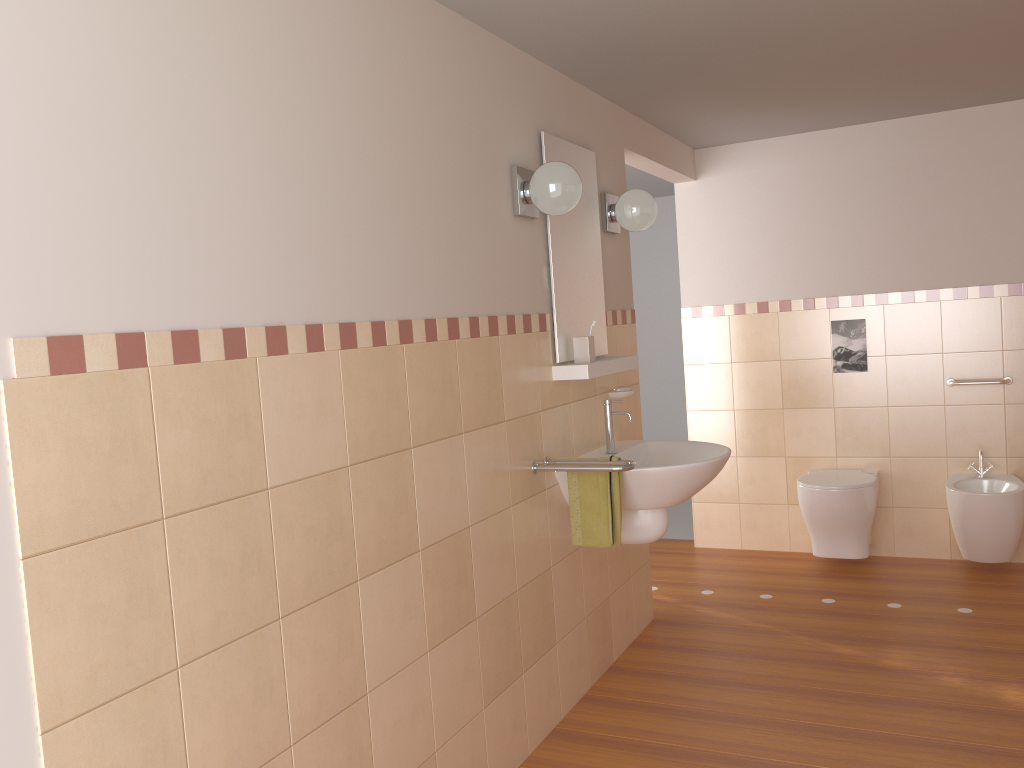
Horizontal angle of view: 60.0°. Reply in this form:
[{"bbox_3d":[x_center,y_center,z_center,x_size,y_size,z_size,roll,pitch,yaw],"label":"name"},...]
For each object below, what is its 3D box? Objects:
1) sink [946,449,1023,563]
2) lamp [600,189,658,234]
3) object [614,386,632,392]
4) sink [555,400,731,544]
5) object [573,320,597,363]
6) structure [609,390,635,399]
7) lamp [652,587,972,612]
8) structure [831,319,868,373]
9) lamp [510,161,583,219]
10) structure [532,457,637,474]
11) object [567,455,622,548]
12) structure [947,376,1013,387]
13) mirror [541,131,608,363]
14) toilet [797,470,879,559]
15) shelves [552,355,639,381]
[{"bbox_3d":[2.272,0.590,4.255,0.335,0.517,0.515,-2,4,26],"label":"sink"},{"bbox_3d":[0.488,-0.704,3.608,0.209,0.173,0.173,-2,4,26],"label":"lamp"},{"bbox_3d":[0.451,0.021,3.607,0.075,0.023,0.050,-5,4,-9],"label":"object"},{"bbox_3d":[0.524,0.310,3.232,0.539,0.516,0.683,-2,4,26],"label":"sink"},{"bbox_3d":[0.263,-0.151,3.174,0.073,0.149,0.063,-2,4,26],"label":"object"},{"bbox_3d":[0.452,0.043,3.606,0.092,0.029,0.117,-2,4,26],"label":"structure"},{"bbox_3d":[0.496,1.146,2.812,2.893,0.001,3.173,-2,4,26],"label":"lamp"},{"bbox_3d":[1.785,-0.200,4.696,0.170,0.279,0.005,-2,4,26],"label":"structure"},{"bbox_3d":[0.125,-0.630,2.870,0.209,0.173,0.173,-2,4,26],"label":"lamp"},{"bbox_3d":[0.243,0.266,2.893,0.333,0.042,0.142,-2,4,26],"label":"structure"},{"bbox_3d":[0.281,0.389,2.951,0.181,0.306,0.085,-1,5,42],"label":"object"},{"bbox_3d":[2.324,-0.009,4.408,0.295,0.042,0.091,-2,4,26],"label":"structure"},{"bbox_3d":[0.241,-0.492,3.291,0.008,0.799,0.502,-2,4,26],"label":"mirror"},{"bbox_3d":[1.679,0.671,4.545,0.375,0.400,0.534,-2,4,26],"label":"toilet"},{"bbox_3d":[0.319,-0.064,3.296,0.138,0.050,0.554,-2,4,26],"label":"shelves"}]
